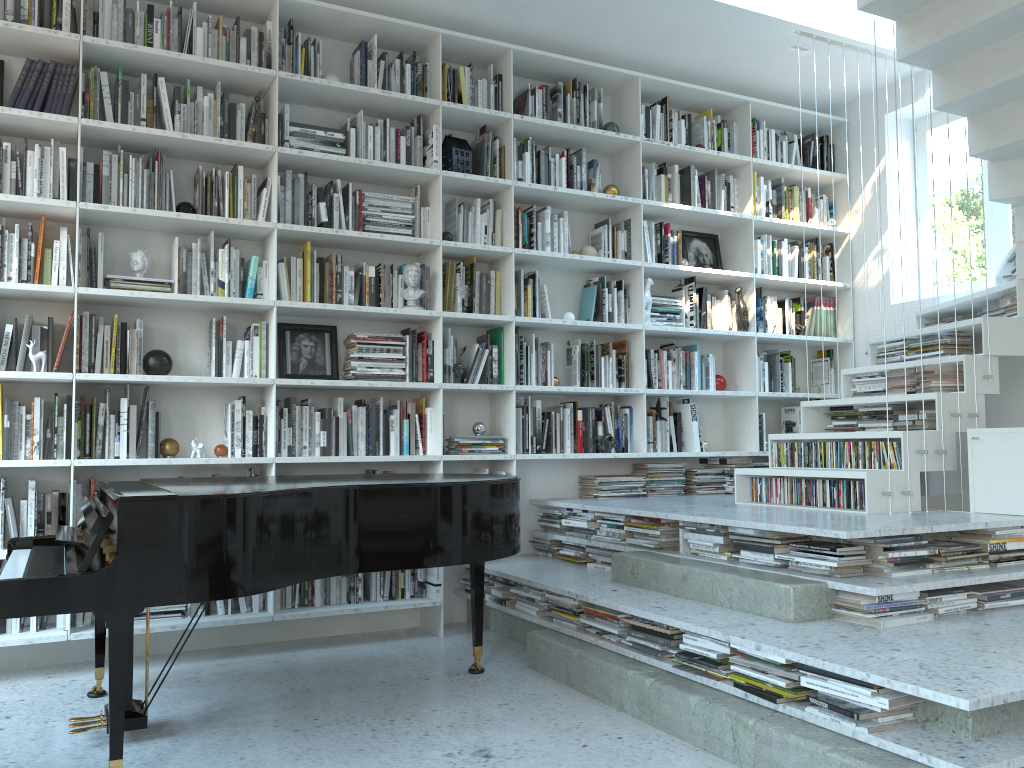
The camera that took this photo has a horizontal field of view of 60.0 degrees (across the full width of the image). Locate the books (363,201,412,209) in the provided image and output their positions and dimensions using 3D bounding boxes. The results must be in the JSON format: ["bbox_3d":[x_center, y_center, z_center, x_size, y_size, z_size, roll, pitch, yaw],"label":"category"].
[{"bbox_3d":[-0.669,-0.918,4.644,0.254,0.012,0.161,1,-4,-22],"label":"books"}]

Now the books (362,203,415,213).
[{"bbox_3d":[-0.673,-0.906,4.651,0.285,0.012,0.159,2,-5,-28],"label":"books"}]

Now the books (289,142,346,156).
[{"bbox_3d":[-1.005,-1.172,4.494,0.285,0.012,0.159,2,-5,-30],"label":"books"}]

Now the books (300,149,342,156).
[{"bbox_3d":[-1.003,-1.148,4.489,0.254,0.012,0.161,1,-4,-22],"label":"books"}]

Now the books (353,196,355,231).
[{"bbox_3d":[-0.840,-0.842,4.558,0.024,0.216,0.132,1,-4,-27],"label":"books"}]

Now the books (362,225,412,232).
[{"bbox_3d":[-0.672,-0.797,4.645,0.254,0.012,0.161,2,-5,-28],"label":"books"}]

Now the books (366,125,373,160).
[{"bbox_3d":[-0.763,-1.207,4.610,0.027,0.216,0.190,1,-4,-27],"label":"books"}]

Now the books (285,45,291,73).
[{"bbox_3d":[-1.139,-1.573,4.444,0.026,0.194,0.166,1,-4,-27],"label":"books"}]

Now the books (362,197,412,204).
[{"bbox_3d":[-0.675,-0.944,4.655,0.254,0.012,0.161,2,-5,-27],"label":"books"}]

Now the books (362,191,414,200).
[{"bbox_3d":[-0.673,-0.968,4.653,0.285,0.012,0.159,1,-5,-25],"label":"books"}]

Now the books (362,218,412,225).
[{"bbox_3d":[-0.671,-0.833,4.645,0.254,0.012,0.161,2,-5,-29],"label":"books"}]

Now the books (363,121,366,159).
[{"bbox_3d":[-0.795,-1.218,4.597,0.021,0.237,0.171,1,-4,-27],"label":"books"}]

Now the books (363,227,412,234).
[{"bbox_3d":[-0.673,-0.784,4.646,0.254,0.012,0.161,2,-5,-27],"label":"books"}]

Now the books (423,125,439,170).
[{"bbox_3d":[-0.450,-1.213,4.703,0.037,0.237,0.272,1,-4,-27],"label":"books"}]

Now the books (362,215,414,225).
[{"bbox_3d":[-0.673,-0.845,4.648,0.285,0.012,0.159,2,-5,-26],"label":"books"}]

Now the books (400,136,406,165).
[{"bbox_3d":[-0.604,-1.189,4.684,0.029,0.188,0.176,1,-4,-27],"label":"books"}]

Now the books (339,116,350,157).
[{"bbox_3d":[-0.864,-1.228,4.563,0.012,0.254,0.161,1,-4,-27],"label":"books"}]

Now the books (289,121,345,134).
[{"bbox_3d":[-1.008,-1.274,4.507,0.285,0.024,0.159,2,-5,-27],"label":"books"}]

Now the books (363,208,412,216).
[{"bbox_3d":[-0.671,-0.882,4.646,0.254,0.012,0.161,2,-5,-30],"label":"books"}]

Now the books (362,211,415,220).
[{"bbox_3d":[-0.671,-0.869,4.645,0.285,0.012,0.159,1,-4,-24],"label":"books"}]

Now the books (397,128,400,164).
[{"bbox_3d":[-0.624,-1.210,4.680,0.012,0.230,0.158,1,-4,-27],"label":"books"}]

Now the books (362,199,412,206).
[{"bbox_3d":[-0.673,-0.932,4.651,0.254,0.012,0.161,1,-5,-25],"label":"books"}]

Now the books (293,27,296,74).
[{"bbox_3d":[-1.114,-1.622,4.469,0.010,0.296,0.153,1,-4,-27],"label":"books"}]

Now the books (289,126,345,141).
[{"bbox_3d":[-1.006,-1.250,4.501,0.285,0.024,0.159,1,-5,-25],"label":"books"}]

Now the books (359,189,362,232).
[{"bbox_3d":[-0.801,-0.858,4.556,0.013,0.246,0.176,1,-4,-27],"label":"books"}]

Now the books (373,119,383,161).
[{"bbox_3d":[-0.713,-1.232,4.662,0.029,0.273,0.140,1,-4,-27],"label":"books"}]

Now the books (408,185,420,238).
[{"bbox_3d":[-0.522,-0.884,4.726,0.012,0.318,0.140,1,-4,-27],"label":"books"}]

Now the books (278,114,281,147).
[{"bbox_3d":[-1.176,-1.211,4.395,0.027,0.201,0.167,1,-4,-27],"label":"books"}]

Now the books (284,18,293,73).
[{"bbox_3d":[-1.128,-1.644,4.469,0.014,0.340,0.145,1,-4,-27],"label":"books"}]

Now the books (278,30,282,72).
[{"bbox_3d":[-1.179,-1.603,4.418,0.026,0.253,0.185,1,-4,-27],"label":"books"}]

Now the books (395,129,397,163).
[{"bbox_3d":[-0.637,-1.210,4.680,0.010,0.230,0.152,1,-4,-27],"label":"books"}]

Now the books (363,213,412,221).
[{"bbox_3d":[-0.673,-0.857,4.648,0.254,0.012,0.161,2,-5,-26],"label":"books"}]

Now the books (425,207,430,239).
[{"bbox_3d":[-0.478,-0.826,4.748,0.030,0.205,0.158,1,-4,-27],"label":"books"}]

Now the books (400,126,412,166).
[{"bbox_3d":[-0.577,-1.218,4.699,0.032,0.248,0.173,1,-4,-27],"label":"books"}]

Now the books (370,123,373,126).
[{"bbox_3d":[-0.752,-1.220,4.630,0.012,0.244,0.131,1,-4,-27],"label":"books"}]

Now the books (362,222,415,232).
[{"bbox_3d":[-0.670,-0.809,4.641,0.285,0.012,0.159,2,-5,-30],"label":"books"}]

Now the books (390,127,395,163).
[{"bbox_3d":[-0.656,-1.208,4.657,0.023,0.222,0.191,1,-4,-27],"label":"books"}]

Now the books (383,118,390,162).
[{"bbox_3d":[-0.681,-1.231,4.655,0.023,0.269,0.185,1,-4,-27],"label":"books"}]

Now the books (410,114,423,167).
[{"bbox_3d":[-0.511,-1.258,4.747,0.012,0.334,0.156,1,-4,-27],"label":"books"}]

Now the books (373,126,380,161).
[{"bbox_3d":[-0.729,-1.207,4.630,0.028,0.219,0.183,1,-4,-27],"label":"books"}]

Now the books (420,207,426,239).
[{"bbox_3d":[-0.502,-0.824,4.729,0.029,0.198,0.172,1,-4,-27],"label":"books"}]

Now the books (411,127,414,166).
[{"bbox_3d":[-0.557,-1.223,4.727,0.029,0.261,0.133,1,-4,-27],"label":"books"}]

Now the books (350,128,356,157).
[{"bbox_3d":[-0.845,-1.195,4.565,0.025,0.187,0.193,1,-4,-27],"label":"books"}]

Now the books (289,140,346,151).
[{"bbox_3d":[-1.007,-1.184,4.497,0.285,0.012,0.159,2,-5,-29],"label":"books"}]

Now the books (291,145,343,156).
[{"bbox_3d":[-1.005,-1.160,4.493,0.254,0.012,0.161,2,-5,-30],"label":"books"}]

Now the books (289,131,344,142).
[{"bbox_3d":[-1.004,-1.226,4.496,0.254,0.025,0.161,2,-5,-31],"label":"books"}]

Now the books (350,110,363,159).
[{"bbox_3d":[-0.803,-1.243,4.577,0.011,0.284,0.190,1,-4,-27],"label":"books"}]

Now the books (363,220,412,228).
[{"bbox_3d":[-0.671,-0.821,4.644,0.254,0.012,0.161,1,-5,-25],"label":"books"}]

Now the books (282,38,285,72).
[{"bbox_3d":[-1.166,-1.589,4.445,0.023,0.227,0.157,1,-4,-27],"label":"books"}]

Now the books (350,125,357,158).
[{"bbox_3d":[-0.837,-1.210,4.603,0.024,0.223,0.128,1,-4,-27],"label":"books"}]

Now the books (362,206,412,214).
[{"bbox_3d":[-0.672,-0.894,4.648,0.254,0.012,0.161,1,-5,-25],"label":"books"}]

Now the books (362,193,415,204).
[{"bbox_3d":[-0.670,-0.956,4.646,0.285,0.012,0.159,2,-5,-32],"label":"books"}]

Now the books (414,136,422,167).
[{"bbox_3d":[-0.524,-1.194,4.726,0.029,0.202,0.191,1,-4,-27],"label":"books"}]

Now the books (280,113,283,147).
[{"bbox_3d":[-1.164,-1.218,4.416,0.013,0.218,0.141,1,-4,-27],"label":"books"}]

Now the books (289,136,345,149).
[{"bbox_3d":[-1.002,-1.202,4.492,0.285,0.024,0.159,1,-4,-22],"label":"books"}]

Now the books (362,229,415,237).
[{"bbox_3d":[-0.672,-0.772,4.644,0.285,0.012,0.159,2,-5,-26],"label":"books"}]

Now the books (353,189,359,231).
[{"bbox_3d":[-0.819,-0.857,4.560,0.015,0.244,0.183,1,-4,-27],"label":"books"}]

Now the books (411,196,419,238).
[{"bbox_3d":[-0.526,-0.853,4.704,0.012,0.254,0.161,1,-4,-27],"label":"books"}]
